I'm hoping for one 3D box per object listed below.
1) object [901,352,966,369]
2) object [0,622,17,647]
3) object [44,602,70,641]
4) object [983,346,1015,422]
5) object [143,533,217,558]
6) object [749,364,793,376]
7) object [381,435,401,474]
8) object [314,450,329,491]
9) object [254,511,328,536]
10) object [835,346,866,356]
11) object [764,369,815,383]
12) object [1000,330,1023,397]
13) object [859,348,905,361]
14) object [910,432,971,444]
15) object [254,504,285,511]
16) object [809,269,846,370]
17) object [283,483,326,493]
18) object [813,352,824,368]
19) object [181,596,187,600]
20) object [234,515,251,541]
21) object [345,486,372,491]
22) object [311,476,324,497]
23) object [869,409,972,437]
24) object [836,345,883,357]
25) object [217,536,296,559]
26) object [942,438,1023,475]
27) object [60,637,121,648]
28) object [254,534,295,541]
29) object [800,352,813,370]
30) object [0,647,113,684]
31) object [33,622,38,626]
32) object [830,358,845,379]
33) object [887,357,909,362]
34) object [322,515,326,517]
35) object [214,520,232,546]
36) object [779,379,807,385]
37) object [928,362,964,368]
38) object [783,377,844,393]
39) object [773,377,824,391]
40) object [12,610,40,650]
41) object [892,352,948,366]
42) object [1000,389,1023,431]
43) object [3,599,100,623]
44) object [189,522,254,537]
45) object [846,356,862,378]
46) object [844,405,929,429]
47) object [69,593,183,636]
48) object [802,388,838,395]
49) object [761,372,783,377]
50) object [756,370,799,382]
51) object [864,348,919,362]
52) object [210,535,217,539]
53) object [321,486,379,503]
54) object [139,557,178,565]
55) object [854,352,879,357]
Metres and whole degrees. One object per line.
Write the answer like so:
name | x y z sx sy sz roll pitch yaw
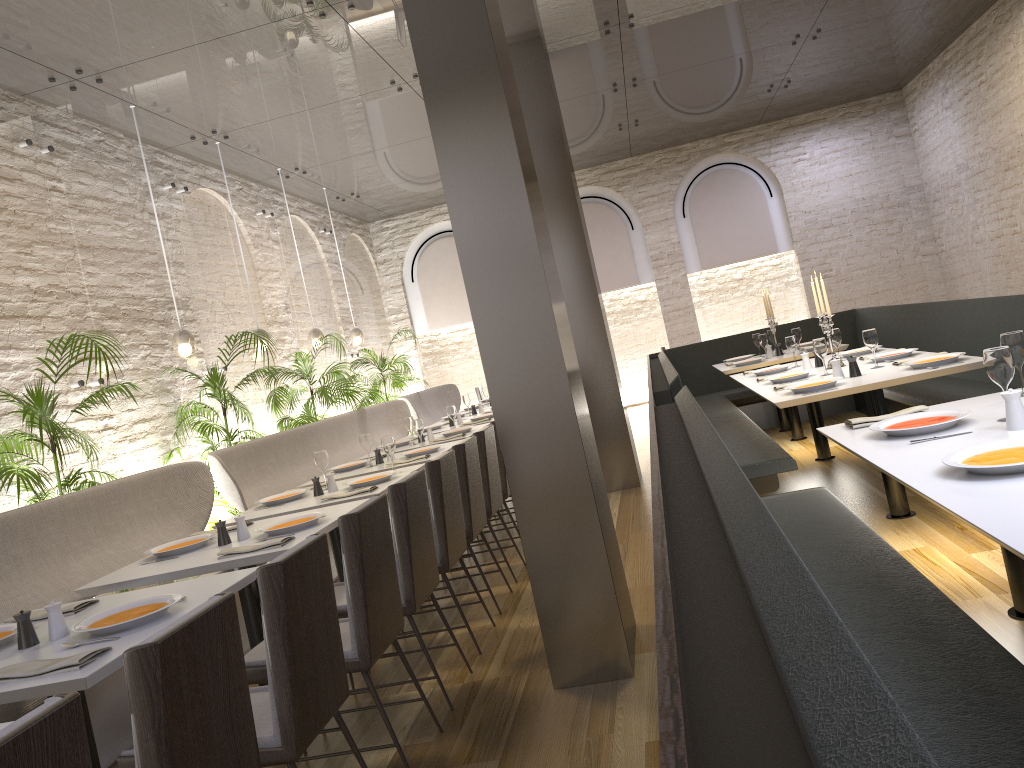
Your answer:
object | 2.267 -0.120 4.762 0.322 0.036 0.321 -13 2 -15
object | -1.677 0.817 2.761 0.322 0.036 0.321 -13 2 -13
object | -1.386 0.715 2.692 0.059 0.109 0.059 -12 0 1
object | 1.556 -0.001 2.804 0.086 0.231 0.087 -13 0 21
object | -1.490 0.735 3.998 0.322 0.036 0.321 -13 2 -13
object | 1.907 -0.098 6.519 0.321 0.036 0.322 -12 2 5
object | -0.722 0.422 5.285 0.086 0.231 0.086 -12 0 -39
object | -1.113 0.510 5.241 0.086 0.231 0.086 -12 0 -39
object | -0.972 0.624 3.914 0.322 0.036 0.321 -13 2 -13
object | 2.599 -0.252 6.764 0.272 0.033 0.143 -12 2 9
object | 1.779 -0.042 5.678 0.320 0.036 0.323 -11 2 29
object | 1.825 -0.073 3.193 0.086 0.231 0.087 -13 0 21
object | 2.470 -0.195 5.915 0.272 0.033 0.143 -12 2 9
object | 1.330 0.163 2.747 0.185 0.010 0.017 -12 1 9
object | -1.350 0.684 4.937 0.185 0.010 0.017 -12 1 9
object | 2.055 -0.428 5.818 0.131 0.657 0.391 -13 0 20
object | -1.251 0.642 5.453 0.272 0.033 0.143 -12 2 9
object | 2.124 -0.177 6.141 0.068 0.127 0.069 -12 0 3
object | -1.134 0.705 2.854 0.185 0.010 0.017 -12 1 9
object | -1.198 0.633 3.929 0.059 0.109 0.059 -12 0 1
object | -0.833 0.570 4.854 0.181 0.015 0.038 -12 2 10
object | -1.103 0.577 5.014 0.059 0.109 0.059 -12 0 17
object | 1.370 0.137 2.972 0.320 0.036 0.323 -11 2 29
object | 2.519 -0.230 6.421 0.321 0.036 0.322 -12 2 5
object | -1.025 0.654 3.559 0.272 0.033 0.143 -12 2 9
object | 1.256 0.186 2.221 0.322 0.036 0.321 -13 2 -15
object | -1.189 0.726 2.497 0.181 0.015 0.038 -12 2 10
object | -1.002 0.644 3.734 0.181 0.015 0.038 -12 2 10
object | 2.045 -0.160 6.157 0.068 0.127 0.069 -12 0 3
object | -1.212 0.736 2.322 0.272 0.033 0.143 -12 2 9
object | -1.653 0.814 2.937 0.181 0.015 0.038 -12 2 10
object | 1.865 -0.085 5.084 0.068 0.127 0.069 -12 0 32
object | 2.360 -0.153 5.387 0.181 0.015 0.038 -12 2 10
object | -0.947 0.623 4.091 0.185 0.010 0.017 -12 1 9
object | -1.273 0.651 3.894 0.059 0.109 0.059 -12 0 1
object | 1.741 -0.016 5.461 0.185 0.010 0.017 -12 1 9
object | 2.237 -0.099 4.573 0.181 0.015 0.038 -12 2 10
object | 1.656 0.012 4.860 0.321 0.036 0.322 -12 2 7
object | 1.683 0.002 5.205 0.272 0.033 0.143 -12 2 9
object | -1.460 0.732 2.657 0.059 0.109 0.059 -12 0 1
object | 2.347 -0.142 5.101 0.272 0.033 0.143 -12 2 9
object | 1.499 0.075 2.641 0.068 0.127 0.069 -12 0 3
object | -1.607 0.798 3.096 0.272 0.033 0.143 -12 2 9
object | -1.420 0.716 4.333 0.272 0.033 0.143 -12 2 9
object | 1.936 -0.099 5.023 0.068 0.127 0.069 -12 0 40
object | 1.394 0.121 3.305 0.272 0.033 0.143 -12 2 9
object | -1.159 0.705 2.678 0.322 0.036 0.321 -13 2 -13
object | 1.617 0.038 4.647 0.185 0.010 0.017 -12 1 9
object | 1.869 -0.072 6.311 0.185 0.010 0.017 -12 1 9
object | 1.806 -0.052 6.019 0.272 0.033 0.143 -12 2 9
object | 2.391 -0.174 5.580 0.320 0.036 0.323 -11 2 29
object | -1.466 0.732 4.173 0.181 0.015 0.038 -12 2 10
object | -0.856 0.580 4.679 0.272 0.033 0.143 -12 2 9
object | -1.519 0.758 3.817 0.185 0.010 0.017 -12 1 9
object | 2.489 -0.209 6.236 0.181 0.015 0.038 -12 2 10
